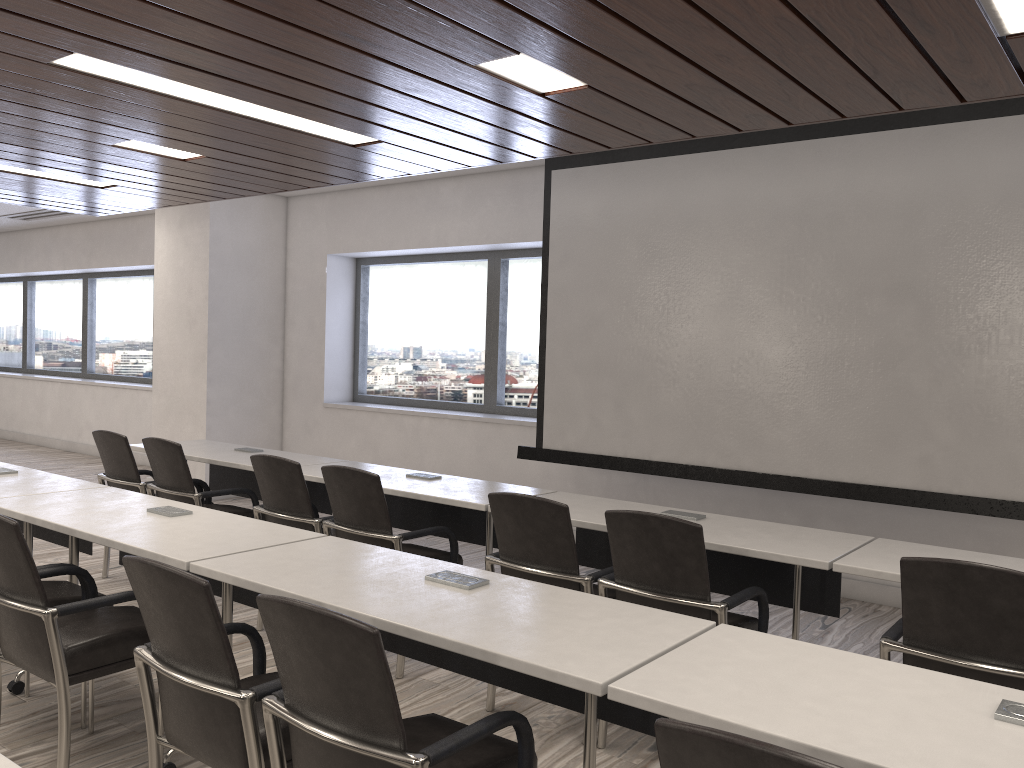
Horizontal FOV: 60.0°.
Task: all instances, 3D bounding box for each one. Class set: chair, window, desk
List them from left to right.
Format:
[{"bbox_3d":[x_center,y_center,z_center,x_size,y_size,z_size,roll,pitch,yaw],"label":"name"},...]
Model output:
[{"bbox_3d":[-1.167,0.995,1.361,1.509,0.795,0.577,3,3,37],"label":"desk"},{"bbox_3d":[-2.676,0.833,4.410,1.509,0.795,0.577,3,3,37],"label":"desk"},{"bbox_3d":[-1.895,0.826,3.341,0.513,0.939,0.638,3,3,37],"label":"chair"},{"bbox_3d":[-7.120,-0.867,13.070,10.452,1.419,0.118,3,3,37],"label":"window"},{"bbox_3d":[-1.480,0.851,3.023,0.513,0.939,0.638,3,3,37],"label":"chair"},{"bbox_3d":[-1.464,0.906,3.491,1.509,0.795,0.577,3,3,37],"label":"desk"},{"bbox_3d":[-2.205,0.736,5.453,0.513,0.939,0.638,3,3,37],"label":"chair"},{"bbox_3d":[-1.780,0.761,5.151,0.513,0.939,0.638,3,3,37],"label":"chair"},{"bbox_3d":[-1.771,0.816,5.603,1.509,0.795,0.577,3,3,37],"label":"desk"},{"bbox_3d":[-0.694,0.898,2.427,0.513,0.939,0.638,3,3,38],"label":"chair"},{"bbox_3d":[-0.990,0.808,4.546,0.513,0.939,0.638,3,3,38],"label":"chair"},{"bbox_3d":[-0.570,0.833,4.235,0.513,0.939,0.638,3,3,37],"label":"chair"},{"bbox_3d":[-0.261,0.923,2.122,0.513,0.939,0.638,3,3,36],"label":"chair"},{"bbox_3d":[-0.559,0.888,4.684,1.509,0.795,0.577,3,3,37],"label":"desk"},{"bbox_3d":[-0.249,0.978,2.571,1.509,0.795,0.577,3,3,37],"label":"desk"},{"bbox_3d":[0.218,0.881,3.619,0.513,0.939,0.638,3,3,37],"label":"chair"},{"bbox_3d":[0.656,0.961,3.764,1.509,0.795,0.577,3,3,37],"label":"desk"},{"bbox_3d":[1.249,-0.368,6.727,6.968,1.419,0.118,3,3,37],"label":"window"},{"bbox_3d":[0.644,0.906,3.313,0.513,0.939,0.638,3,3,37],"label":"chair"},{"bbox_3d":[0.532,0.970,1.509,0.513,0.939,0.638,3,3,37],"label":"chair"},{"bbox_3d":[1.432,0.953,2.705,0.513,0.939,0.638,3,3,36],"label":"chair"},{"bbox_3d":[0.963,1.050,1.652,1.509,0.795,0.577,3,3,37],"label":"desk"},{"bbox_3d":[1.868,1.033,2.845,1.509,0.795,0.577,3,3,37],"label":"desk"}]

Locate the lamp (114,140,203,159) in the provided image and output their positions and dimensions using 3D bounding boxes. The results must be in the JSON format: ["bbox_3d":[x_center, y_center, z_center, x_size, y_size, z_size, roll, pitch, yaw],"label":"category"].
[{"bbox_3d":[-1.852,-1.252,4.654,0.236,0.046,0.421,3,3,37],"label":"lamp"}]

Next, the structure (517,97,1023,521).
[{"bbox_3d":[1.497,-0.550,5.205,3.550,2.329,0.438,3,3,37],"label":"structure"}]

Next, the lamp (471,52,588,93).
[{"bbox_3d":[0.075,-1.137,3.194,0.236,0.046,0.421,3,3,37],"label":"lamp"}]

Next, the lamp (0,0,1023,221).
[{"bbox_3d":[-2.228,-1.591,6.584,1.499,0.552,12.001,0,3,-36],"label":"lamp"}]

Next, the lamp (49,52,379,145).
[{"bbox_3d":[-1.159,-1.196,3.749,0.236,0.045,1.496,3,3,37],"label":"lamp"}]

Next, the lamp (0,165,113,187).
[{"bbox_3d":[-3.085,-1.311,5.209,0.236,0.045,1.496,3,3,37],"label":"lamp"}]
